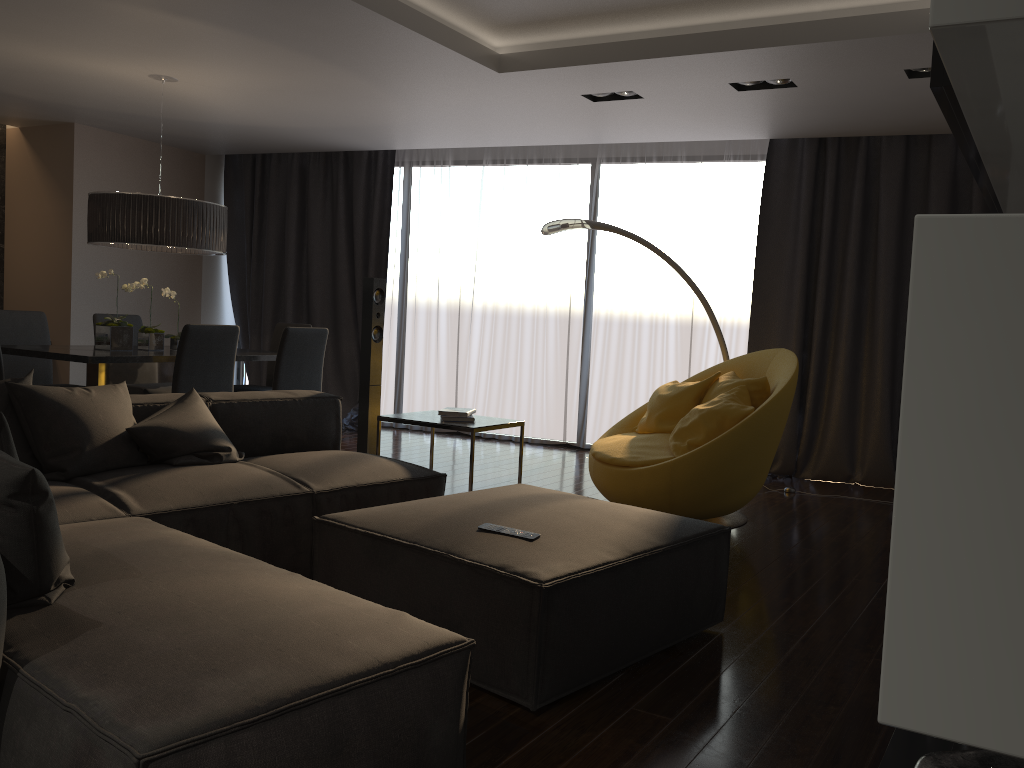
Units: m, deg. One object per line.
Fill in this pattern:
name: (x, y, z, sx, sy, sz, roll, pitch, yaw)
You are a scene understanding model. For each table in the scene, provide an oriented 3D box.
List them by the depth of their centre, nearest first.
table: (-0.322, 0.457, 4.544, 0.574, 0.562, 0.472, 5, 4, 30)
table: (-2.313, 0.158, 5.751, 0.993, 0.759, 1.677, 5, 5, 31)

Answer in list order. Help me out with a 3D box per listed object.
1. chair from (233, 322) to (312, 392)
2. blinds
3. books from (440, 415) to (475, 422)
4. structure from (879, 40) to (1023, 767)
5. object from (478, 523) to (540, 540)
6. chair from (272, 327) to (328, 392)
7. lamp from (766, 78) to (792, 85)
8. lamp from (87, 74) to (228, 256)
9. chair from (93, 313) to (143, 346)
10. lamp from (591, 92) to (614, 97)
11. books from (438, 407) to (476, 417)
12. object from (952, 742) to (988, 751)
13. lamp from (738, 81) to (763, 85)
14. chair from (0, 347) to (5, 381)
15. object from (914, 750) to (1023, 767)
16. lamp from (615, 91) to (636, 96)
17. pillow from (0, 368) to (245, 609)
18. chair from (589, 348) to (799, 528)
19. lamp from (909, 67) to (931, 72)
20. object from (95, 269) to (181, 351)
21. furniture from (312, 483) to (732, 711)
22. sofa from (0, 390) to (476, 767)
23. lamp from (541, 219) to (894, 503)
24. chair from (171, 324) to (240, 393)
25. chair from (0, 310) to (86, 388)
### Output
chair: (-1.836, 0.026, 6.512, 0.408, 0.964, 0.599, 5, 4, 31)
blinds: (0.447, -0.869, 7.382, 7.230, 2.891, 0.775, 5, 4, 21)
books: (-0.282, 0.168, 4.513, 0.166, 0.023, 0.227, 2, 4, -10)
structure: (1.230, 0.109, 2.106, 0.458, 1.765, 3.021, 5, 4, 32)
object: (-0.010, 0.461, 2.752, 0.198, 0.015, 0.053, 5, 5, 28)
chair: (-1.553, 0.098, 5.746, 0.546, 0.964, 0.448, 5, 4, 30)
lamp: (1.512, -1.744, 4.982, 0.167, 0.077, 0.186, 7, 5, 42)
lamp: (-2.256, -1.418, 5.655, 0.845, 1.101, 0.764, 0, 4, -36)
chair: (-2.694, -0.011, 6.361, 0.546, 0.964, 0.448, 5, 4, 30)
lamp: (0.551, -1.836, 5.500, 0.170, 0.077, 0.184, 5, 4, 25)
books: (-0.282, 0.144, 4.527, 0.153, 0.022, 0.207, 4, 4, 7)
object: (0.981, 0.848, 1.895, 0.069, 0.094, 0.377, 5, 5, 31)
lamp: (1.361, -1.759, 5.064, 0.186, 0.077, 0.167, 0, 5, -41)
chair: (-2.795, 0.083, 5.009, 0.408, 0.964, 0.599, 5, 4, 31)
object: (0.551, 0.698, 0.995, 0.212, 0.481, 0.227, 4, 4, 24)
lamp: (0.702, -1.822, 5.419, 0.167, 0.077, 0.186, 7, 5, 42)
pillow: (-1.585, 0.192, 2.742, 1.072, 0.430, 2.071, 3, 4, -6)
chair: (1.034, 0.267, 5.135, 1.146, 1.004, 1.507, 3, 4, -3)
lamp: (2.171, -1.682, 4.627, 0.186, 0.077, 0.167, 0, 5, -41)
object: (-2.392, -0.473, 5.661, 0.297, 0.500, 0.599, 5, 4, 28)
furniture: (0.053, 0.640, 3.107, 1.037, 0.439, 1.157, 7, 5, 40)
sofa: (-0.938, 0.473, 2.864, 2.591, 0.703, 2.620, 7, 5, 40)
lamp: (2.282, -0.108, 5.896, 4.184, 1.777, 0.589, 4, 3, 6)
chair: (-1.940, 0.123, 5.123, 0.546, 0.964, 0.448, 5, 4, 30)
chair: (-3.081, 0.014, 5.738, 0.546, 0.964, 0.448, 5, 4, 30)
